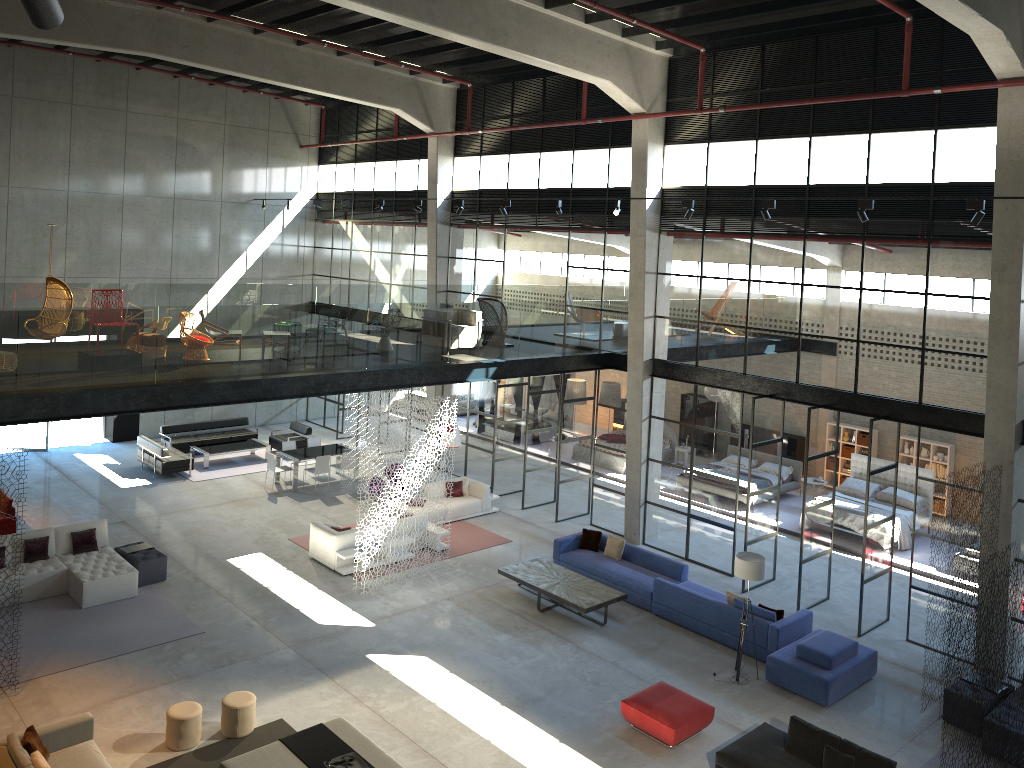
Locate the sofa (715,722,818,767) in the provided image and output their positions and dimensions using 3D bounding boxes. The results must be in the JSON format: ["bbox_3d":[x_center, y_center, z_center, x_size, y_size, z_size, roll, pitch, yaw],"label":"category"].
[{"bbox_3d":[3.417,4.432,9.661,1.082,0.558,2.127,-4,11,-42],"label":"sofa"}]

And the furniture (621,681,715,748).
[{"bbox_3d":[1.982,4.206,11.187,0.856,0.374,0.863,-4,11,-42],"label":"furniture"}]

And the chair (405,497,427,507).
[{"bbox_3d":[-2.052,2.508,18.714,0.415,0.107,0.411,3,9,3],"label":"chair"}]

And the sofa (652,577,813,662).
[{"bbox_3d":[3.510,3.629,14.148,1.055,0.718,2.358,-3,10,-42],"label":"sofa"}]

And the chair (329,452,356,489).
[{"bbox_3d":[-4.093,2.023,21.223,0.420,0.867,0.549,1,4,-43],"label":"chair"}]

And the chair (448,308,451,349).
[{"bbox_3d":[-1.210,-1.068,17.638,0.983,0.829,0.811,-3,7,-43],"label":"chair"}]

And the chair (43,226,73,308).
[{"bbox_3d":[-7.114,-1.561,13.501,0.640,1.771,0.599,4,2,22],"label":"chair"}]

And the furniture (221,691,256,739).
[{"bbox_3d":[-3.327,4.015,10.671,0.403,0.399,0.402,7,6,37],"label":"furniture"}]

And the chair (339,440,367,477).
[{"bbox_3d":[-3.986,1.885,22.099,0.545,0.867,0.423,0,4,-43],"label":"chair"}]

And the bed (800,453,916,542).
[{"bbox_3d":[7.845,2.567,19.376,2.319,1.411,2.239,-4,10,-43],"label":"bed"}]

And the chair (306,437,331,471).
[{"bbox_3d":[-4.868,1.847,22.064,0.420,0.867,0.549,1,4,-43],"label":"chair"}]

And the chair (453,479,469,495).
[{"bbox_3d":[-1.146,2.322,19.681,0.380,0.336,0.256,2,4,-9],"label":"chair"}]

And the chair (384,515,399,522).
[{"bbox_3d":[-2.387,2.704,16.961,0.271,0.316,0.394,6,7,34],"label":"chair"}]

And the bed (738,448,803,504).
[{"bbox_3d":[5.693,2.305,21.936,2.398,0.864,2.278,-5,11,-42],"label":"bed"}]

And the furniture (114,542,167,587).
[{"bbox_3d":[-6.428,3.100,15.166,0.968,0.453,0.510,10,9,42],"label":"furniture"}]

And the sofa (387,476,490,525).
[{"bbox_3d":[-1.572,2.584,19.161,2.149,0.665,0.951,-5,10,-43],"label":"sofa"}]

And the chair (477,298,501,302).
[{"bbox_3d":[-0.450,-1.385,19.337,0.689,0.983,0.832,4,5,17],"label":"chair"}]

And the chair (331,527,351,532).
[{"bbox_3d":[-3.147,2.784,16.279,0.402,0.334,0.284,3,4,2],"label":"chair"}]

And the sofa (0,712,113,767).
[{"bbox_3d":[-4.353,4.128,8.667,1.055,0.718,2.358,-3,10,-42],"label":"sofa"}]

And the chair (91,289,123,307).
[{"bbox_3d":[-6.404,-1.004,14.065,0.645,0.977,0.666,0,5,-43],"label":"chair"}]

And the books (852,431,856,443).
[{"bbox_3d":[8.911,1.359,22.739,0.252,0.319,0.087,-1,4,-43],"label":"books"}]

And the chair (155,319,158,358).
[{"bbox_3d":[-6.190,-0.817,14.935,0.743,0.706,0.522,5,4,20],"label":"chair"}]

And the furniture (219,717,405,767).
[{"bbox_3d":[-2.106,4.287,9.374,1.539,0.397,1.462,-5,12,-42],"label":"furniture"}]

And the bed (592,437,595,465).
[{"bbox_3d":[3.189,1.527,24.688,2.343,1.273,2.049,-4,10,-42],"label":"bed"}]

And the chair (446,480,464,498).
[{"bbox_3d":[-1.279,2.341,19.526,0.410,0.334,0.258,2,4,-10],"label":"chair"}]

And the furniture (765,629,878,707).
[{"bbox_3d":[4.494,3.965,12.688,1.539,0.552,0.958,-5,10,-42],"label":"furniture"}]

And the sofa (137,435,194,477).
[{"bbox_3d":[-8.596,1.767,21.742,0.821,0.754,1.667,-2,9,-42],"label":"sofa"}]

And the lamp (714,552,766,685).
[{"bbox_3d":[3.304,3.365,12.561,0.432,1.737,0.668,4,2,44],"label":"lamp"}]

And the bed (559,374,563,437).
[{"bbox_3d":[0.410,0.569,27.261,2.314,2.070,2.268,-2,8,-43],"label":"bed"}]

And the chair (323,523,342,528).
[{"bbox_3d":[-3.314,2.750,16.494,0.392,0.270,0.320,6,6,22],"label":"chair"}]

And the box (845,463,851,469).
[{"bbox_3d":[8.810,2.147,22.844,0.131,0.108,0.215,-3,9,-42],"label":"box"}]

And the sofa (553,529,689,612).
[{"bbox_3d":[1.928,3.327,15.883,1.055,0.601,2.358,-4,11,-42],"label":"sofa"}]

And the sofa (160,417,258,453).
[{"bbox_3d":[-8.192,1.448,23.827,2.456,0.754,0.828,-5,9,-43],"label":"sofa"}]

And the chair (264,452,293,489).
[{"bbox_3d":[-5.489,2.036,20.713,0.545,0.867,0.423,0,4,-43],"label":"chair"}]

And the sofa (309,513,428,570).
[{"bbox_3d":[-2.722,2.911,16.799,2.140,0.666,0.956,-5,10,-43],"label":"sofa"}]

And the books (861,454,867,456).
[{"bbox_3d":[9.085,1.854,22.513,0.213,0.047,0.259,-5,12,-42],"label":"books"}]

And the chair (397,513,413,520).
[{"bbox_3d":[-2.141,2.687,17.139,0.396,0.321,0.270,-2,7,-41],"label":"chair"}]

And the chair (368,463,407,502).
[{"bbox_3d":[-2.884,2.268,20.455,0.797,0.745,0.661,-2,7,-43],"label":"chair"}]

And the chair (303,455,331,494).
[{"bbox_3d":[-4.608,2.074,20.748,0.420,0.867,0.549,1,4,-43],"label":"chair"}]

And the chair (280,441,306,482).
[{"bbox_3d":[-5.382,1.898,21.590,0.420,0.867,0.549,1,4,-43],"label":"chair"}]

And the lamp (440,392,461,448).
[{"bbox_3d":[-1.236,0.722,18.100,0.439,1.097,0.443,1,3,-34],"label":"lamp"}]

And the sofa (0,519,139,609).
[{"bbox_3d":[-8.142,3.073,13.517,4.156,0.865,1.842,-5,11,-43],"label":"sofa"}]

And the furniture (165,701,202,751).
[{"bbox_3d":[-3.880,4.036,10.371,0.400,0.399,0.404,0,6,-28],"label":"furniture"}]

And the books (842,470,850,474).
[{"bbox_3d":[8.789,2.286,22.832,0.230,0.055,0.312,-5,12,-42],"label":"books"}]

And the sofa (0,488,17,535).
[{"bbox_3d":[-10.203,2.458,16.832,0.817,0.810,1.983,-2,9,-42],"label":"sofa"}]

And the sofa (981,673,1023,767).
[{"bbox_3d":[7.878,4.445,10.026,1.827,0.865,4.191,-4,11,-42],"label":"sofa"}]

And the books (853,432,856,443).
[{"bbox_3d":[8.933,1.364,22.714,0.252,0.319,0.087,-1,4,-43],"label":"books"}]

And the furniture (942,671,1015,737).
[{"bbox_3d":[6.284,4.284,11.809,0.960,0.453,0.514,-3,8,-38],"label":"furniture"}]

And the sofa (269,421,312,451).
[{"bbox_3d":[-6.083,1.516,24.060,0.821,0.755,0.959,-2,8,-43],"label":"sofa"}]

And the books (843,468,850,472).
[{"bbox_3d":[8.792,2.230,22.831,0.230,0.055,0.285,-5,12,-42],"label":"books"}]
